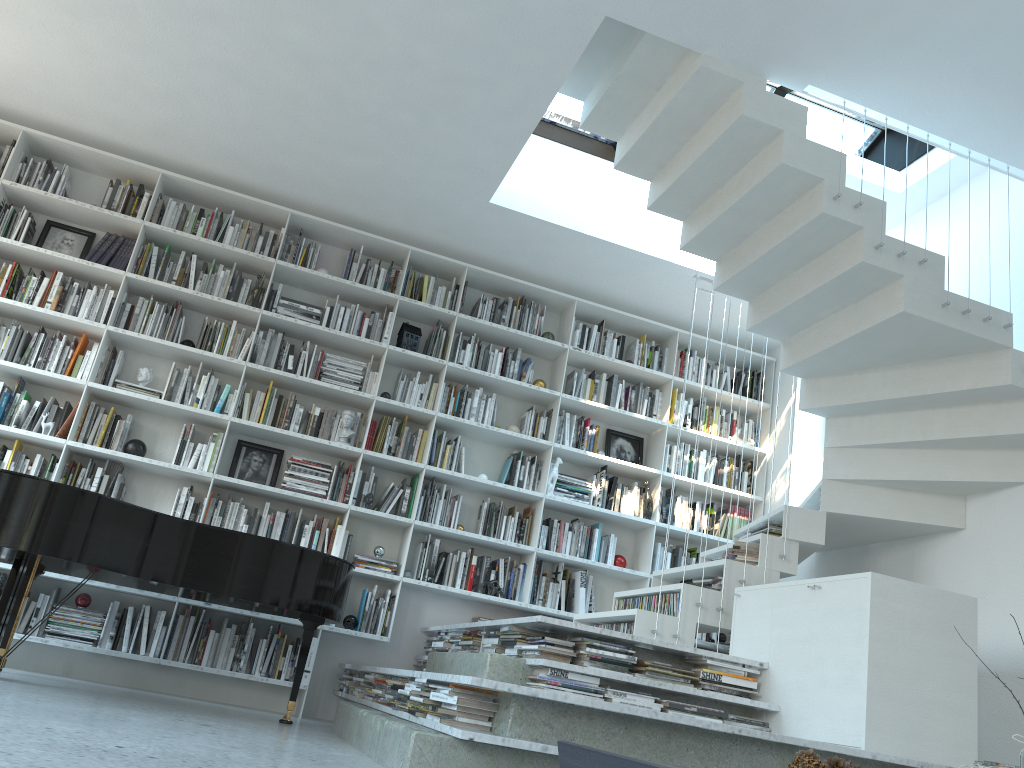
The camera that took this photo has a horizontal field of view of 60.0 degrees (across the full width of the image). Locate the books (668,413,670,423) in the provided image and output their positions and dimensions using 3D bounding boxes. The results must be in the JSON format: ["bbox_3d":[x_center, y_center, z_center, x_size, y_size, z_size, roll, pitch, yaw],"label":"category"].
[{"bbox_3d":[1.144,0.194,6.625,0.036,0.292,0.135,15,-20,-14],"label":"books"}]

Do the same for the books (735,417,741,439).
[{"bbox_3d":[1.708,0.391,6.826,0.070,0.253,0.155,15,-20,-14],"label":"books"}]

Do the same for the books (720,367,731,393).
[{"bbox_3d":[1.663,0.015,6.935,0.069,0.276,0.132,15,-20,-14],"label":"books"}]

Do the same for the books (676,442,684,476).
[{"bbox_3d":[1.213,0.589,6.579,0.014,0.284,0.186,15,-20,-14],"label":"books"}]

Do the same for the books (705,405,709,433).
[{"bbox_3d":[1.429,0.295,6.683,0.022,0.241,0.145,15,-20,-14],"label":"books"}]

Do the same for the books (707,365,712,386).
[{"bbox_3d":[1.492,-0.017,6.873,0.025,0.236,0.144,15,-20,-14],"label":"books"}]

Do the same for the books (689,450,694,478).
[{"bbox_3d":[1.302,0.631,6.613,0.013,0.259,0.158,15,-20,-14],"label":"books"}]

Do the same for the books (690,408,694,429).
[{"bbox_3d":[1.307,0.296,6.684,0.038,0.198,0.171,15,-20,-14],"label":"books"}]

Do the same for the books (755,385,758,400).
[{"bbox_3d":[1.863,0.110,6.956,0.036,0.182,0.162,15,-20,-14],"label":"books"}]

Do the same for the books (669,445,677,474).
[{"bbox_3d":[1.157,0.592,6.561,0.023,0.246,0.182,15,-20,-14],"label":"books"}]

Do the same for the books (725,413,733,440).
[{"bbox_3d":[1.634,0.365,6.801,0.022,0.260,0.161,15,-20,-14],"label":"books"}]

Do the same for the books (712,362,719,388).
[{"bbox_3d":[1.556,-0.019,6.906,0.012,0.284,0.160,15,-20,-14],"label":"books"}]

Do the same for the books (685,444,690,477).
[{"bbox_3d":[1.268,0.606,6.609,0.012,0.291,0.166,15,-20,-14],"label":"books"}]

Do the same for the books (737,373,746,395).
[{"bbox_3d":[1.749,0.050,6.944,0.068,0.246,0.161,15,-20,-14],"label":"books"}]

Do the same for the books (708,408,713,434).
[{"bbox_3d":[1.458,0.309,6.679,0.013,0.221,0.175,15,-20,-14],"label":"books"}]

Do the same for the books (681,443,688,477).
[{"bbox_3d":[1.249,0.602,6.616,0.022,0.296,0.162,15,-20,-14],"label":"books"}]

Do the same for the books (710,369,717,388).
[{"bbox_3d":[1.525,0.008,6.881,0.026,0.207,0.163,15,-20,-14],"label":"books"}]

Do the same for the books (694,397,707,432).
[{"bbox_3d":[1.403,0.258,6.675,0.022,0.295,0.152,15,-20,-14],"label":"books"}]

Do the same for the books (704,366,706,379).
[{"bbox_3d":[1.450,-0.029,6.860,0.011,0.236,0.149,15,-20,-14],"label":"books"}]

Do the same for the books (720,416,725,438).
[{"bbox_3d":[1.561,0.366,6.770,0.013,0.212,0.187,15,-20,-14],"label":"books"}]

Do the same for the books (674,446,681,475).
[{"bbox_3d":[1.188,0.601,6.582,0.026,0.255,0.174,15,-20,-14],"label":"books"}]

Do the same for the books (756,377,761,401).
[{"bbox_3d":[1.891,0.087,6.976,0.014,0.247,0.185,15,-20,-14],"label":"books"}]

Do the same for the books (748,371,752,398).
[{"bbox_3d":[1.832,0.054,6.980,0.012,0.291,0.140,15,-20,-14],"label":"books"}]

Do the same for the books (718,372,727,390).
[{"bbox_3d":[1.598,0.025,6.899,0.057,0.211,0.163,15,-20,-14],"label":"books"}]

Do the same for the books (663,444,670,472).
[{"bbox_3d":[1.112,0.582,6.566,0.012,0.253,0.161,15,-20,-14],"label":"books"}]

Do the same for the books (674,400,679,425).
[{"bbox_3d":[1.181,0.239,6.599,0.024,0.204,0.166,15,-20,-14],"label":"books"}]

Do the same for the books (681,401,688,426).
[{"bbox_3d":[1.240,0.247,6.620,0.049,0.223,0.162,15,-20,-14],"label":"books"}]

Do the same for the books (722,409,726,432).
[{"bbox_3d":[1.576,0.346,6.808,0.024,0.280,0.154,15,-20,-14],"label":"books"}]

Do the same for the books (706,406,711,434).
[{"bbox_3d":[1.444,0.301,6.687,0.012,0.237,0.166,15,-20,-14],"label":"books"}]

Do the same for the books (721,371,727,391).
[{"bbox_3d":[1.627,0.027,6.923,0.010,0.235,0.132,15,-20,-14],"label":"books"}]

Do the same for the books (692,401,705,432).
[{"bbox_3d":[1.380,0.271,6.658,0.023,0.253,0.190,15,-20,-14],"label":"books"}]

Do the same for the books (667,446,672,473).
[{"bbox_3d":[1.125,0.593,6.581,0.026,0.249,0.161,15,-20,-14],"label":"books"}]

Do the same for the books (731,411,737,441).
[{"bbox_3d":[1.665,0.364,6.823,0.023,0.286,0.163,15,-20,-14],"label":"books"}]

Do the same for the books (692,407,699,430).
[{"bbox_3d":[1.348,0.289,6.663,0.025,0.211,0.135,15,-20,-14],"label":"books"}]

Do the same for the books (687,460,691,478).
[{"bbox_3d":[1.272,0.667,6.608,0.027,0.179,0.157,15,-20,-14],"label":"books"}]

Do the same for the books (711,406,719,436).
[{"bbox_3d":[1.478,0.313,6.709,0.042,0.241,0.248,15,-20,-14],"label":"books"}]

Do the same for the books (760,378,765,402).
[{"bbox_3d":[1.912,0.093,6.968,0.025,0.236,0.188,15,-20,-14],"label":"books"}]

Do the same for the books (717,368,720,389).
[{"bbox_3d":[1.568,-0.007,6.902,0.015,0.262,0.143,15,-20,-14],"label":"books"}]

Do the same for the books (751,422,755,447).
[{"bbox_3d":[1.825,0.430,6.863,0.040,0.245,0.160,15,-20,-14],"label":"books"}]

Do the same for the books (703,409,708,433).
[{"bbox_3d":[1.411,0.305,6.668,0.014,0.205,0.184,15,-20,-14],"label":"books"}]

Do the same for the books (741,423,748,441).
[{"bbox_3d":[1.748,0.421,6.829,0.023,0.213,0.181,15,-20,-14],"label":"books"}]

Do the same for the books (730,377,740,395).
[{"bbox_3d":[1.707,0.059,6.909,0.024,0.192,0.187,15,-20,-14],"label":"books"}]

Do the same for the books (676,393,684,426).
[{"bbox_3d":[1.212,0.216,6.607,0.026,0.262,0.189,15,-20,-14],"label":"books"}]

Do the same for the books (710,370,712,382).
[{"bbox_3d":[1.504,-0.002,6.892,0.014,0.225,0.133,15,-20,-14],"label":"books"}]

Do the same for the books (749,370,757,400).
[{"bbox_3d":[1.853,0.051,6.954,0.014,0.285,0.190,15,-20,-14],"label":"books"}]

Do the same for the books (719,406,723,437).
[{"bbox_3d":[1.553,0.328,6.792,0.010,0.294,0.166,15,-20,-14],"label":"books"}]

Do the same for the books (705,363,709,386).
[{"bbox_3d":[1.466,-0.027,6.876,0.027,0.249,0.155,15,-20,-14],"label":"books"}]

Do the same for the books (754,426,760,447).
[{"bbox_3d":[1.852,0.445,6.848,0.011,0.216,0.170,15,-20,-14],"label":"books"}]

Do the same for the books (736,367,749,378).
[{"bbox_3d":[1.803,0.034,6.971,0.014,0.312,0.162,15,-20,-14],"label":"books"}]

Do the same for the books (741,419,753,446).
[{"bbox_3d":[1.794,0.415,6.857,0.029,0.257,0.163,15,-20,-14],"label":"books"}]

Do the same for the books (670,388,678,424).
[{"bbox_3d":[1.173,0.193,6.609,0.010,0.293,0.183,15,-20,-14],"label":"books"}]

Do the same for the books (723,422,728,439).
[{"bbox_3d":[1.595,0.399,6.799,0.034,0.182,0.157,15,-20,-14],"label":"books"}]

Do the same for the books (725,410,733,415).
[{"bbox_3d":[1.646,0.359,6.831,0.011,0.293,0.151,15,-20,-14],"label":"books"}]

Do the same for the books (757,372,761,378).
[{"bbox_3d":[1.928,0.069,7.013,0.014,0.317,0.144,15,-20,-14],"label":"books"}]

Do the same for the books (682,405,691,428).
[{"bbox_3d":[1.274,0.269,6.618,0.024,0.193,0.190,15,-20,-14],"label":"books"}]

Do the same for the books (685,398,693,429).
[{"bbox_3d":[1.297,0.247,6.649,0.023,0.262,0.158,15,-20,-14],"label":"books"}]

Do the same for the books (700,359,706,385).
[{"bbox_3d":[1.433,-0.047,6.861,0.029,0.263,0.179,15,-20,-14],"label":"books"}]

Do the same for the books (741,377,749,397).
[{"bbox_3d":[1.790,0.069,6.931,0.012,0.215,0.193,15,-20,-14],"label":"books"}]

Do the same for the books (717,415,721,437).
[{"bbox_3d":[1.533,0.356,6.769,0.023,0.219,0.172,15,-20,-14],"label":"books"}]
